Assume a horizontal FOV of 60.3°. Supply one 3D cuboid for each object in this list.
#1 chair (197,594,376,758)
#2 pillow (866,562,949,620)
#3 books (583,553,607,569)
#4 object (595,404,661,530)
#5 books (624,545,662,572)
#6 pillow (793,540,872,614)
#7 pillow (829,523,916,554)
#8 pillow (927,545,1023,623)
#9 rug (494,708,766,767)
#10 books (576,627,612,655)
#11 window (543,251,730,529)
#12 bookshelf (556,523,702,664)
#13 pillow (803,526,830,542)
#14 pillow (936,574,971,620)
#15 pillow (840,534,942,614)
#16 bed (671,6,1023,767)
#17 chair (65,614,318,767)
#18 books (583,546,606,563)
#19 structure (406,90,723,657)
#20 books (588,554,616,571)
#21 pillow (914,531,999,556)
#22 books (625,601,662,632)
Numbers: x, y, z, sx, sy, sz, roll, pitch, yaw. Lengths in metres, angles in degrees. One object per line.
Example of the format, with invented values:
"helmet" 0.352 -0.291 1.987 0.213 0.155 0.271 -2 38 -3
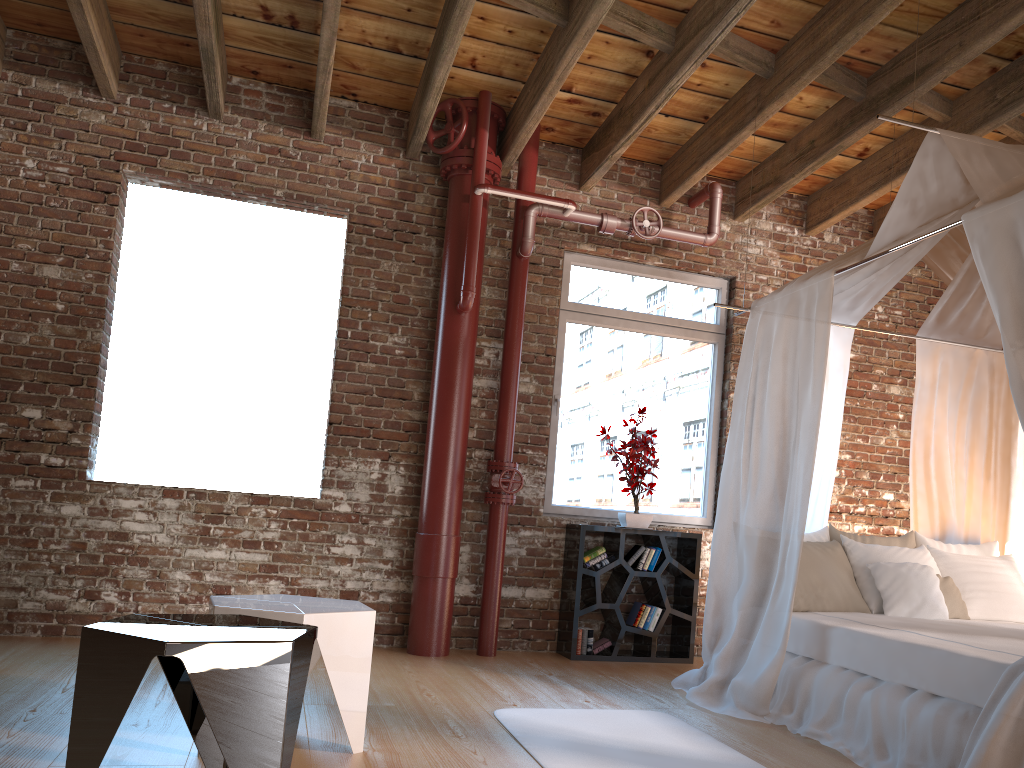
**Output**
"chair" -0.800 1.020 3.113 0.522 0.487 0.636 -1 -9 38
"pillow" 2.067 1.076 4.602 0.384 0.289 0.217 5 -6 -7
"books" 0.516 1.126 5.638 0.155 0.108 0.134 7 -7 -16
"object" 0.781 0.529 5.806 0.419 0.835 0.396 6 -5 -20
"books" 0.838 1.132 5.738 0.245 0.165 0.134 7 -6 -16
"pillow" 1.543 1.010 4.619 0.616 0.412 0.358 7 -7 -19
"pillow" 2.052 1.054 4.989 0.635 0.492 0.209 7 -5 -17
"pillow" 2.672 1.149 4.974 0.631 0.430 0.293 7 -6 -16
"rug" 0.474 1.386 3.326 0.863 0.007 1.441 7 -9 -14
"books" 0.508 1.637 5.612 0.250 0.159 0.134 7 -6 -16
"window" 0.863 0.056 6.124 1.351 1.838 0.168 6 -4 -17
"bookshelf" 0.769 1.370 5.778 0.859 0.840 0.293 6 -5 -17
"pillow" 1.496 1.001 4.809 0.635 0.490 0.199 7 -5 -16
"pillow" 2.288 1.132 4.705 0.290 0.232 0.162 7 -6 -18
"pillow" 2.108 1.043 4.795 0.615 0.401 0.349 7 -7 -18
"bed" 2.425 -0.283 4.082 2.507 3.858 2.675 6 -6 -15
"chair" -0.852 0.905 2.395 0.603 0.487 0.551 1 -8 28
"books" 0.507 1.089 5.637 0.155 0.108 0.134 7 -7 -16
"structure" 0.317 -0.014 5.570 2.008 3.443 0.577 6 -5 -17
"books" 0.571 1.145 5.654 0.157 0.113 0.134 7 -7 -16
"pillow" 2.625 1.130 5.164 0.634 0.496 0.208 7 -5 -17
"books" 0.858 1.511 5.727 0.204 0.180 0.134 6 -6 -16
